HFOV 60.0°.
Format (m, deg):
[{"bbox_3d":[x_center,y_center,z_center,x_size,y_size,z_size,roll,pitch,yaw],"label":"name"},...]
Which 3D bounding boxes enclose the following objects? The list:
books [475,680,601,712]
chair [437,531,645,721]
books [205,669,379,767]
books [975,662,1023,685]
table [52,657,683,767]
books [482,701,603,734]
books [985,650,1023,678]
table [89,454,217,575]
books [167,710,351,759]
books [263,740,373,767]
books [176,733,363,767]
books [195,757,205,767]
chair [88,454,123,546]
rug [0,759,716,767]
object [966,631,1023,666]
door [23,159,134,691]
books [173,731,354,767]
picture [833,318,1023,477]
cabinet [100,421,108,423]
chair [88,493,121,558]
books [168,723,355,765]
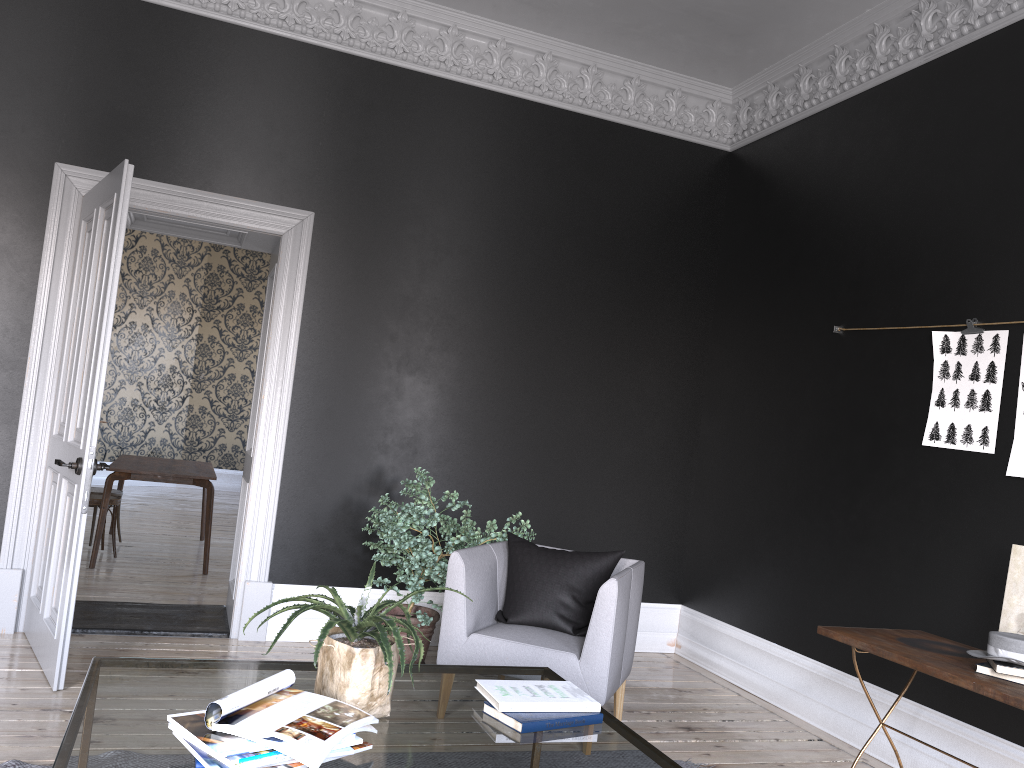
[{"bbox_3d":[0.071,0.904,2.571,0.307,0.024,0.220,8,-4,-20],"label":"books"},{"bbox_3d":[0.171,1.192,4.231,0.818,0.862,0.771,6,-3,21],"label":"chair"},{"bbox_3d":[-0.489,0.760,2.015,0.273,0.109,0.322,6,-3,15],"label":"books"},{"bbox_3d":[1.791,1.016,3.118,0.269,0.029,0.203,9,-4,-40],"label":"books"},{"bbox_3d":[-0.393,1.157,2.310,1.450,0.558,1.093,8,-3,-20],"label":"table"},{"bbox_3d":[0.087,0.929,2.507,0.290,0.030,0.193,9,-4,-36],"label":"books"},{"bbox_3d":[1.775,0.983,3.096,0.193,0.030,0.290,5,-4,21],"label":"books"},{"bbox_3d":[-3.027,1.071,7.617,0.851,0.754,1.795,8,-3,-20],"label":"table"},{"bbox_3d":[-0.562,0.762,1.979,0.319,0.011,0.252,10,-5,-43],"label":"books"},{"bbox_3d":[-0.517,0.811,1.995,0.252,0.011,0.319,4,-4,37],"label":"books"},{"bbox_3d":[-0.537,0.787,1.979,0.252,0.011,0.319,4,-5,42],"label":"books"},{"bbox_3d":[-0.579,0.820,1.967,0.232,0.023,0.162,8,-4,-19],"label":"books"},{"bbox_3d":[-3.671,0.906,7.736,0.550,0.922,0.439,6,-3,18],"label":"chair"},{"bbox_3d":[-0.520,1.417,2.426,3.648,0.050,2.106,8,-4,-19],"label":"rug"},{"bbox_3d":[1.759,0.922,3.073,0.328,0.087,0.259,4,-4,36],"label":"object"},{"bbox_3d":[-2.151,0.163,4.392,0.216,2.372,1.097,8,-3,-32],"label":"door"},{"bbox_3d":[-0.553,0.795,1.972,0.319,0.011,0.252,9,-4,-38],"label":"books"},{"bbox_3d":[2.539,0.022,2.880,0.058,0.770,4.457,7,-3,-20],"label":"picture"},{"bbox_3d":[-5.820,0.728,11.330,0.903,1.198,0.914,5,-3,35],"label":"cabinet"},{"bbox_3d":[-3.426,0.886,7.102,0.541,0.948,0.420,9,-3,-40],"label":"chair"},{"bbox_3d":[-0.555,0.774,1.980,0.252,0.011,0.319,4,-5,42],"label":"books"}]
